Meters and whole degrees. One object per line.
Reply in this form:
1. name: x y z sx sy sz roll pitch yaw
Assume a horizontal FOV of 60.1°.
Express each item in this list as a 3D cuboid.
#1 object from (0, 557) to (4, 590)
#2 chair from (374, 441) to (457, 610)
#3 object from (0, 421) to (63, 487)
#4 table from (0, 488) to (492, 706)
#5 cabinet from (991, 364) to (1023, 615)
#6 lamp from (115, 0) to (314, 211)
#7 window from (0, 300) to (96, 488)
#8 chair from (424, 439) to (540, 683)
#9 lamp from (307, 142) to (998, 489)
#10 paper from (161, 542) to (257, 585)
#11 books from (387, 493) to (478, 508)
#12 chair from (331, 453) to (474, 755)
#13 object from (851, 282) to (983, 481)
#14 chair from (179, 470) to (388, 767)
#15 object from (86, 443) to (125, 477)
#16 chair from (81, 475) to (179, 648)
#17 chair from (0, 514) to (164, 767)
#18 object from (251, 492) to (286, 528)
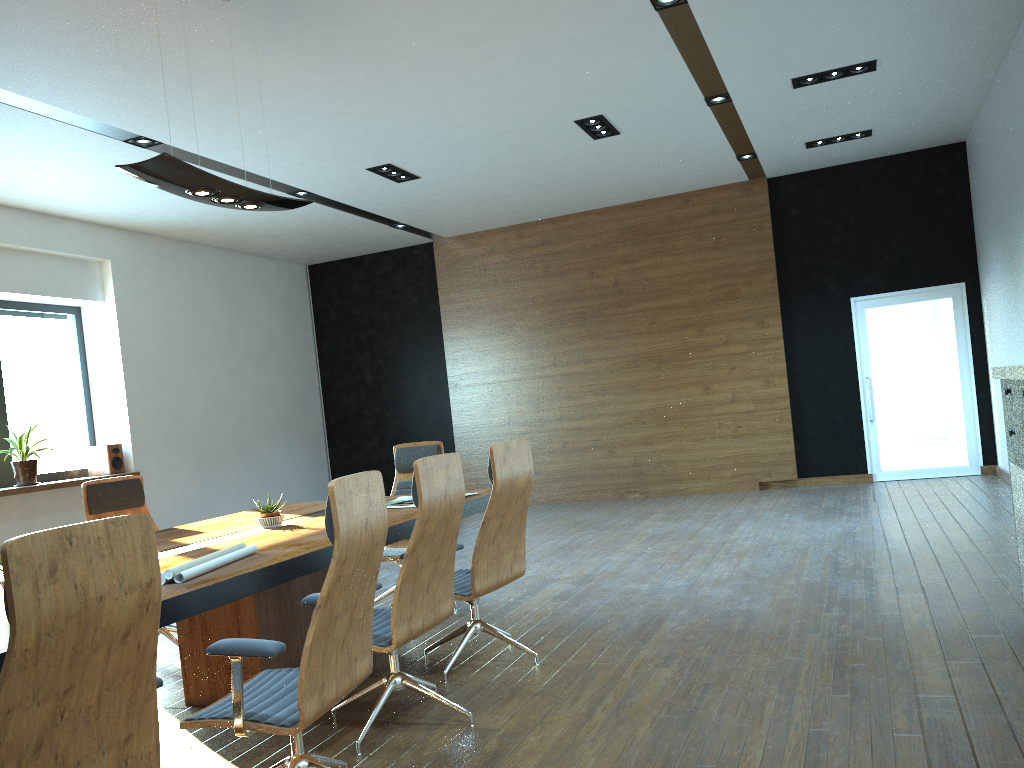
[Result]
1. object: -1.841 0.683 3.304 0.177 0.188 0.153 -6 0 -29
2. chair: -0.736 0.978 5.998 0.707 1.128 0.694 -6 0 24
3. object: -4.665 0.666 8.471 0.474 0.621 0.514 -6 0 37
4. table: -1.789 1.169 3.321 1.788 0.797 5.533 -7 -2 21
5. cabinet: 2.312 0.502 3.056 0.768 1.233 2.344 -6 -1 21
6. lamp: -1.552 -1.552 4.619 0.340 1.200 1.195 -6 0 21
7. window: -5.280 0.097 8.130 0.053 1.862 3.458 -6 -1 21
8. chair: -0.224 0.879 4.578 0.697 1.128 0.705 -6 0 28
9. lamp: -0.039 -0.309 9.199 9.407 3.709 16.658 -7 -2 21
10. paper: -1.914 0.728 2.908 2.237 0.083 0.629 -5 -2 -28
11. books: -0.515 0.670 5.190 0.390 0.033 0.543 -7 -2 33
12. chair: -0.534 0.887 3.767 0.697 1.128 0.705 -6 0 22
13. object: 4.641 0.005 10.190 1.199 2.161 0.200 -6 1 21
14. chair: -0.742 0.883 2.922 0.697 1.128 0.705 -6 0 13
15. object: -4.352 0.814 9.487 0.314 0.321 0.211 -6 0 21
16. chair: -2.199 1.116 5.387 0.697 1.128 0.704 -6 0 36
17. chair: -1.189 0.906 2.110 0.697 1.128 0.705 -6 0 22
18. object: -1.294 0.668 4.719 0.177 0.188 0.153 -6 0 -4
